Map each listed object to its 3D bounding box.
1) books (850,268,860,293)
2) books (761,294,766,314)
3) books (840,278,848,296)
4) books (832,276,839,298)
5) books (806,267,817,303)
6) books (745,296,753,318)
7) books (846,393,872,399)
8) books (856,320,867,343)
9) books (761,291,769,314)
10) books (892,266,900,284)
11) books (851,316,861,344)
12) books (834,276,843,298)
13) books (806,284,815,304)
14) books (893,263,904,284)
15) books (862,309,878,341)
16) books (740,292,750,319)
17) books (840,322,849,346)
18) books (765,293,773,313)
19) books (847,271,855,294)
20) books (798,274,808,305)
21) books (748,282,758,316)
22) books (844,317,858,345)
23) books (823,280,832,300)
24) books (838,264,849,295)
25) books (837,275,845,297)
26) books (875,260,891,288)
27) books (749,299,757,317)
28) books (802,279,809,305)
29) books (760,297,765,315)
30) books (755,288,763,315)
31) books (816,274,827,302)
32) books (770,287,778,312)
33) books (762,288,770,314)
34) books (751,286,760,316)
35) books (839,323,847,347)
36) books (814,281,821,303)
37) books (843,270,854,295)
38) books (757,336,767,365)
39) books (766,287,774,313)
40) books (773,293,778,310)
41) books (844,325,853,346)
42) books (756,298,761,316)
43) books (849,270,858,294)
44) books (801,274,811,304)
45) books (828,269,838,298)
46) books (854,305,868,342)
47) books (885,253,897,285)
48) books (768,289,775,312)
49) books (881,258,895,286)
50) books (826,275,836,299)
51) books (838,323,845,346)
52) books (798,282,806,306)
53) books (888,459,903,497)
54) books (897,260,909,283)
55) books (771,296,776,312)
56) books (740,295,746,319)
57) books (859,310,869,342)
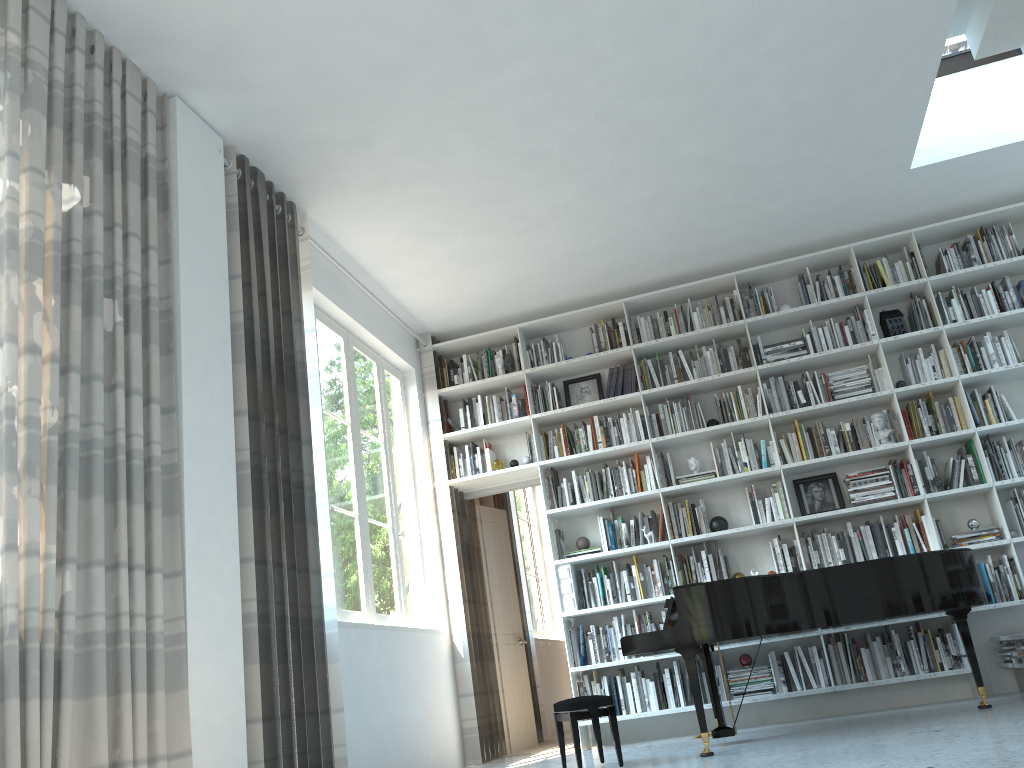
[{"bbox_3d":[2.518,-0.706,6.500,0.022,0.256,0.137,-13,-19,12],"label":"books"},{"bbox_3d":[1.895,-0.548,6.652,0.006,0.232,0.136,-13,-19,12],"label":"books"},{"bbox_3d":[2.442,-0.661,6.516,0.014,0.203,0.135,-13,-19,12],"label":"books"},{"bbox_3d":[2.376,-0.660,6.512,0.012,0.216,0.180,-13,-19,12],"label":"books"},{"bbox_3d":[2.219,-0.681,6.560,0.010,0.330,0.186,-13,-19,12],"label":"books"},{"bbox_3d":[1.787,-0.526,6.663,0.023,0.227,0.157,-13,-19,12],"label":"books"},{"bbox_3d":[2.418,0.117,6.278,0.254,0.012,0.161,-14,-20,15],"label":"books"},{"bbox_3d":[2.508,-0.329,6.371,0.029,0.202,0.192,-13,-19,12],"label":"books"},{"bbox_3d":[1.900,-0.561,6.640,0.014,0.247,0.139,-13,-19,12],"label":"books"},{"bbox_3d":[2.772,-0.733,6.411,0.022,0.179,0.173,-13,-19,12],"label":"books"},{"bbox_3d":[2.480,-0.346,6.400,0.029,0.260,0.133,-13,-19,12],"label":"books"},{"bbox_3d":[2.389,-0.661,6.490,0.023,0.201,0.193,-13,-19,12],"label":"books"},{"bbox_3d":[2.214,-0.613,6.565,0.031,0.208,0.147,-13,-19,12],"label":"books"},{"bbox_3d":[2.793,-0.748,6.411,0.024,0.201,0.180,-13,-19,12],"label":"books"},{"bbox_3d":[2.543,-0.373,6.314,0.037,0.236,0.273,-13,-19,12],"label":"books"},{"bbox_3d":[1.757,-0.538,6.655,0.026,0.252,0.186,-13,-19,12],"label":"books"},{"bbox_3d":[2.402,-0.318,6.402,0.012,0.229,0.159,-13,-19,12],"label":"books"},{"bbox_3d":[1.925,-0.557,6.620,0.016,0.218,0.144,-13,-19,12],"label":"books"},{"bbox_3d":[2.489,-0.693,6.506,0.014,0.243,0.145,-13,-19,12],"label":"books"},{"bbox_3d":[2.162,-0.648,6.570,0.014,0.291,0.176,-13,-19,12],"label":"books"},{"bbox_3d":[1.822,-0.588,6.672,0.014,0.339,0.145,-13,-19,12],"label":"books"},{"bbox_3d":[2.448,-0.338,6.390,0.032,0.247,0.174,-13,-19,12],"label":"books"},{"bbox_3d":[2.323,-0.641,6.521,0.033,0.202,0.167,-13,-19,12],"label":"books"},{"bbox_3d":[2.446,-0.714,6.523,0.012,0.307,0.138,-13,-19,12],"label":"books"},{"bbox_3d":[2.423,-0.669,6.530,0.026,0.233,0.137,-13,-19,12],"label":"books"},{"bbox_3d":[2.693,-0.752,6.440,0.054,0.253,0.191,-13,-19,12],"label":"books"},{"bbox_3d":[1.809,-0.519,6.641,0.026,0.194,0.167,-13,-19,12],"label":"books"},{"bbox_3d":[2.180,-0.634,6.578,0.011,0.266,0.129,-13,-19,12],"label":"books"},{"bbox_3d":[1.878,-0.533,6.631,0.023,0.195,0.172,-13,-19,12],"label":"books"},{"bbox_3d":[1.854,-0.566,6.634,0.011,0.264,0.164,-13,-19,12],"label":"books"},{"bbox_3d":[2.295,-0.660,6.556,0.028,0.269,0.140,-13,-19,12],"label":"books"},{"bbox_3d":[1.961,-0.583,6.617,0.011,0.255,0.144,-13,-19,12],"label":"books"},{"bbox_3d":[1.909,-0.574,6.634,0.013,0.263,0.147,-13,-19,12],"label":"books"},{"bbox_3d":[1.835,-0.572,6.657,0.010,0.295,0.153,-13,-19,12],"label":"books"},{"bbox_3d":[2.393,-0.313,6.411,0.010,0.229,0.152,-13,-19,12],"label":"books"},{"bbox_3d":[2.257,-0.629,6.539,0.050,0.210,0.173,-13,-19,12],"label":"books"},{"bbox_3d":[2.467,-0.691,6.502,0.028,0.243,0.161,-13,-19,12],"label":"books"},{"bbox_3d":[1.841,-0.204,6.521,0.021,0.248,0.192,-13,-19,12],"label":"books"},{"bbox_3d":[1.932,-0.576,6.621,0.005,0.254,0.168,-13,-19,12],"label":"books"},{"bbox_3d":[1.975,-0.569,6.630,0.004,0.235,0.138,-13,-19,12],"label":"books"},{"bbox_3d":[2.423,-0.304,6.387,0.029,0.187,0.176,-13,-19,12],"label":"books"},{"bbox_3d":[1.855,-0.528,6.651,0.011,0.204,0.146,-13,-19,12],"label":"books"},{"bbox_3d":[2.501,-0.696,6.494,0.014,0.238,0.153,-13,-19,12],"label":"books"},{"bbox_3d":[2.185,-0.652,6.573,0.011,0.295,0.157,-13,-19,12],"label":"books"},{"bbox_3d":[2.359,-0.685,6.513,0.010,0.269,0.180,-13,-19,12],"label":"books"},{"bbox_3d":[2.521,-0.393,6.396,0.012,0.333,0.156,-13,-19,12],"label":"books"},{"bbox_3d":[2.749,-0.784,6.436,0.010,0.296,0.168,-13,-19,12],"label":"books"},{"bbox_3d":[1.946,-0.570,6.636,0.013,0.248,0.148,-13,-19,12],"label":"books"},{"bbox_3d":[2.737,-0.764,6.453,0.030,0.273,0.152,-13,-19,12],"label":"books"},{"bbox_3d":[2.349,-0.661,6.525,0.023,0.235,0.154,-13,-19,12],"label":"books"},{"bbox_3d":[2.386,-0.312,6.426,0.011,0.238,0.140,-13,-19,12],"label":"books"},{"bbox_3d":[2.158,-0.618,6.581,0.012,0.244,0.151,-13,-19,12],"label":"books"},{"bbox_3d":[2.629,0.672,6.073,0.011,0.298,0.130,-13,-19,12],"label":"books"},{"bbox_3d":[2.818,-0.761,6.403,0.031,0.212,0.170,-13,-19,12],"label":"books"},{"bbox_3d":[1.958,-0.546,6.614,0.010,0.186,0.153,-13,-19,12],"label":"books"},{"bbox_3d":[1.744,-0.529,6.677,0.012,0.253,0.161,-13,-19,12],"label":"books"},{"bbox_3d":[2.538,-0.374,6.404,0.010,0.298,0.134,-13,-19,12],"label":"books"}]
